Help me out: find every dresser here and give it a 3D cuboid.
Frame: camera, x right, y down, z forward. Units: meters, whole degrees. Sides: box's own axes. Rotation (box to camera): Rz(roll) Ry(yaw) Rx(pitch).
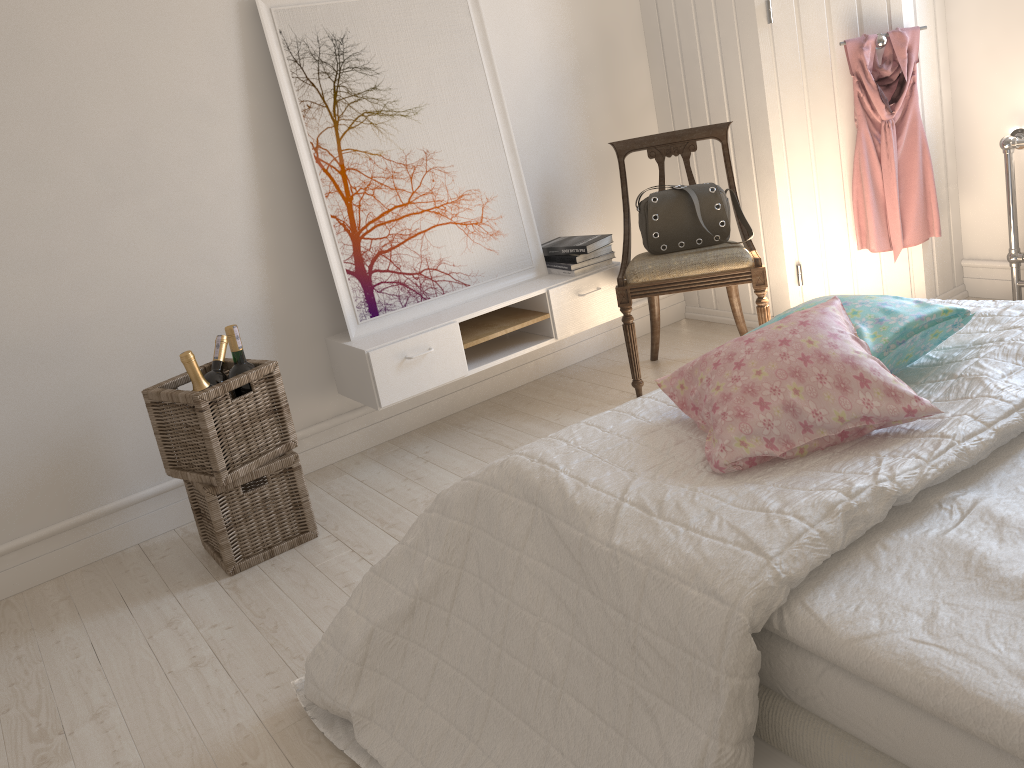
[{"bbox_3d":[1.105,-1.538,3.573,0.712,2.527,1.032,-19,16,-31],"label":"dresser"}]

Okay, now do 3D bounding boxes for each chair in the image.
[{"bbox_3d":[0.655,-0.482,3.311,0.519,0.871,0.552,-8,15,13],"label":"chair"}]

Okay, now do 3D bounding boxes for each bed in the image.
[{"bbox_3d":[0.896,0.244,1.389,1.982,0.618,2.233,-21,21,-30],"label":"bed"}]

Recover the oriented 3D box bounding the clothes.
[{"bbox_3d":[1.439,-0.891,3.342,0.330,0.858,0.094,-12,13,-3],"label":"clothes"}]

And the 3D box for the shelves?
[{"bbox_3d":[-0.088,-0.216,3.272,1.131,0.205,0.371,-22,20,-31],"label":"shelves"}]

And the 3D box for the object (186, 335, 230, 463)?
[{"bbox_3d":[-0.883,0.048,2.594,0.095,0.325,0.292,-7,16,17],"label":"object"}]

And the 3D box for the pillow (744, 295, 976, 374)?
[{"bbox_3d":[0.651,-0.086,1.775,0.386,0.165,0.366,-20,19,-26],"label":"pillow"}]

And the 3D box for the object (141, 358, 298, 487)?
[{"bbox_3d":[-0.840,0.100,2.555,0.276,0.264,0.282,1,20,37],"label":"object"}]

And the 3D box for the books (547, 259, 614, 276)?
[{"bbox_3d":[0.249,-0.467,3.466,0.194,0.022,0.244,-21,21,-28],"label":"books"}]

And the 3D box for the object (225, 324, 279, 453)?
[{"bbox_3d":[-0.765,0.012,2.549,0.095,0.369,0.097,-15,14,-15],"label":"object"}]

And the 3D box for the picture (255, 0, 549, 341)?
[{"bbox_3d":[-0.353,-0.841,3.150,0.867,1.137,0.165,-20,16,-32],"label":"picture"}]

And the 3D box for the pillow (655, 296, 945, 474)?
[{"bbox_3d":[0.476,-0.001,1.552,0.394,0.198,0.362,-11,17,0],"label":"pillow"}]

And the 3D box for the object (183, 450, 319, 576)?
[{"bbox_3d":[-0.780,0.347,2.618,0.280,0.264,0.278,-21,18,-31],"label":"object"}]

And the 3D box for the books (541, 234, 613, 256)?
[{"bbox_3d":[0.238,-0.545,3.461,0.259,0.032,0.195,4,23,39],"label":"books"}]

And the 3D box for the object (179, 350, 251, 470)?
[{"bbox_3d":[-0.827,0.067,2.462,0.094,0.353,0.130,-1,17,37],"label":"object"}]

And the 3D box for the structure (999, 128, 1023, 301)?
[{"bbox_3d":[2.175,-0.532,2.925,0.168,0.667,1.078,-19,18,-30],"label":"structure"}]

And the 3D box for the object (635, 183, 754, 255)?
[{"bbox_3d":[0.660,-0.619,3.223,0.399,0.243,0.218,-7,16,12],"label":"object"}]

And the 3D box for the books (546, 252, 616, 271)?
[{"bbox_3d":[0.247,-0.492,3.472,0.214,0.022,0.262,-20,20,-26],"label":"books"}]

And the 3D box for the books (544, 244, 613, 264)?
[{"bbox_3d":[0.245,-0.513,3.458,0.194,0.027,0.241,-23,21,-32],"label":"books"}]
